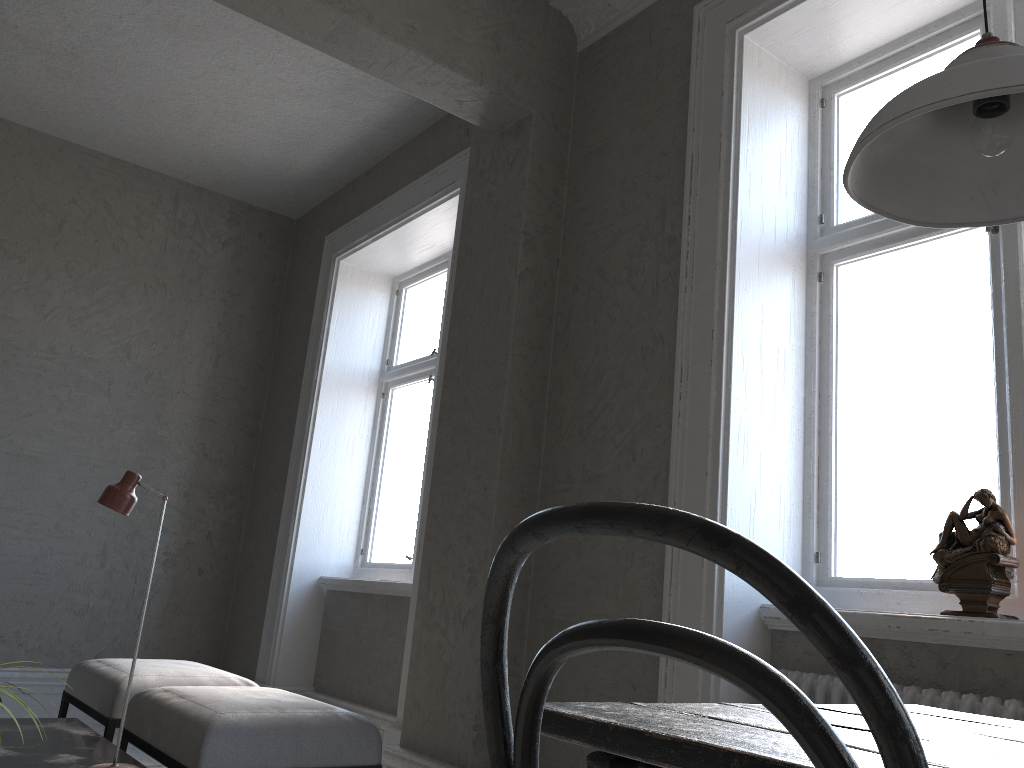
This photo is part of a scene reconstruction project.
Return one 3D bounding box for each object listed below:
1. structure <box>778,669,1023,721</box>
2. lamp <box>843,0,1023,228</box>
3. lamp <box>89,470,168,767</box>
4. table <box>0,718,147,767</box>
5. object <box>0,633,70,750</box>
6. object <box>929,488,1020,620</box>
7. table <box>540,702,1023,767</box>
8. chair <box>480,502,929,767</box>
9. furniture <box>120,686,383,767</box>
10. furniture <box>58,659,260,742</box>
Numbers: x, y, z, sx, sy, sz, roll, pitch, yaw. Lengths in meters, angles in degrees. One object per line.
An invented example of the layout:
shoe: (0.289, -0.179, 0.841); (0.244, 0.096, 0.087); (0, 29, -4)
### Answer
structure: (1.095, 0.936, 2.024); (0.152, 0.428, 1.197); (16, -18, -37)
lamp: (0.728, -1.179, 1.404); (0.379, 1.860, 0.379); (5, -14, 1)
lamp: (-1.121, 0.672, 2.550); (0.252, 0.840, 0.137); (6, -14, -1)
table: (-1.595, 1.215, 2.538); (0.866, 0.303, 1.283); (15, -17, -35)
object: (-1.669, 0.855, 2.580); (0.741, 0.420, 0.654); (10, -15, -18)
object: (1.170, 0.436, 2.289); (0.122, 0.330, 0.232); (15, -17, -33)
table: (0.891, 0.701, 0.518); (0.923, 0.735, 1.880); (15, -17, -35)
chair: (0.212, 0.589, 0.696); (0.560, 0.921, 0.428); (17, -18, -37)
furniture: (-0.893, 1.270, 2.920); (0.595, 0.476, 0.810); (15, -17, -35)
furniture: (-1.475, 1.408, 3.676); (0.595, 0.476, 0.810); (15, -17, -35)
